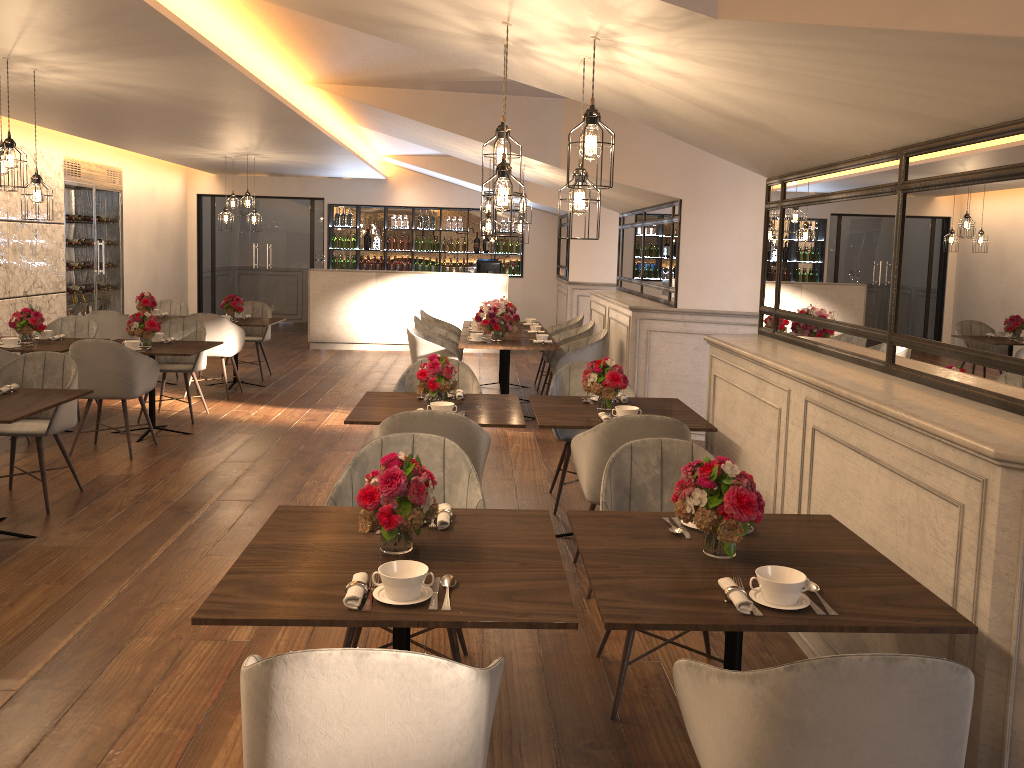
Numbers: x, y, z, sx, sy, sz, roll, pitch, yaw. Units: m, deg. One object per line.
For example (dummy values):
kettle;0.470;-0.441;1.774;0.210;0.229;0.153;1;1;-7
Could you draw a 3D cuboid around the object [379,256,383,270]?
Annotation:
object;-2.227;-2.037;15.010;0.065;0.260;0.066;-1;6;-24

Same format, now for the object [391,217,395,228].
object;-2.003;-2.718;14.922;0.070;0.189;0.041;1;6;-3

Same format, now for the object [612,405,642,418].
object;0.588;0.157;4.538;0.148;0.072;0.149;-4;10;-34

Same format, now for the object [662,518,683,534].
object;0.511;0.449;2.812;0.043;0.015;0.198;2;9;1

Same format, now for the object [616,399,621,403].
object;0.609;0.089;5.138;0.025;0.024;0.194;1;9;-2

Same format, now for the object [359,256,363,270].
object;-2.558;-2.045;14.997;0.065;0.260;0.066;-1;6;-24

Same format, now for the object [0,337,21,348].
object;-3.842;-0.315;6.781;0.149;0.072;0.149;8;11;40

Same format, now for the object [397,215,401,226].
object;-1.902;-2.752;14.922;0.069;0.207;0.040;1;6;-3

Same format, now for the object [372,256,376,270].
object;-2.337;-2.040;15.006;0.065;0.260;0.066;-1;6;-24

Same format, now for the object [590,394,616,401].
object;0.530;0.062;5.142;0.148;0.072;0.149;-4;10;-34

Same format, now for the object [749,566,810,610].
object;0.675;0.514;2.229;0.148;0.072;0.149;-4;10;-34

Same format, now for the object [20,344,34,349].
object;-3.731;-0.287;6.808;0.043;0.015;0.198;1;9;-6

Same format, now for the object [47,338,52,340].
object;-3.822;-0.382;7.381;0.025;0.024;0.194;1;9;-2

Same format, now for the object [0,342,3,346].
object;-3.957;-0.300;6.778;0.056;0.039;0.177;1;9;-2

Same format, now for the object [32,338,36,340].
object;-3.979;-0.373;7.359;0.022;0.004;0.212;1;9;-2

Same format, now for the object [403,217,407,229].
object;-1.802;-2.714;14.930;0.070;0.189;0.041;1;6;-3

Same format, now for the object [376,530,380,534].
object;-0.406;0.435;2.769;0.022;0.004;0.212;1;9;-2

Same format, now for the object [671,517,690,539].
object;0.538;0.456;2.807;0.022;0.004;0.212;1;9;-2

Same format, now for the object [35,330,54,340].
object;-3.901;-0.409;7.385;0.149;0.072;0.149;8;11;40

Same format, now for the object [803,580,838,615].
object;0.786;0.542;2.255;0.043;0.015;0.198;1;9;-6

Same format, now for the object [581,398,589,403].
object;0.424;0.091;5.121;0.043;0.015;0.198;2;9;1

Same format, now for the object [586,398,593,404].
object;0.452;0.099;5.116;0.022;0.004;0.212;1;9;-2

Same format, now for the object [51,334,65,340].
object;-3.788;-0.390;7.392;0.056;0.039;0.177;1;9;-2

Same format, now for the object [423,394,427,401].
object;-0.492;0.077;5.078;0.022;0.004;0.212;1;9;-2

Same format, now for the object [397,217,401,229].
object;-1.903;-2.716;14.926;0.070;0.189;0.041;1;6;-3

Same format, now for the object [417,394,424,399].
object;-0.520;0.070;5.083;0.043;0.015;0.198;2;9;1

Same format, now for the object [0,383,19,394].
object;-2.774;0.027;4.868;0.056;0.039;0.177;1;9;-2

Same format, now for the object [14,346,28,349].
object;-3.767;-0.283;6.814;0.022;0.004;0.212;1;9;-2

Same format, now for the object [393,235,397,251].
object;-1.980;-2.391;14.985;0.065;0.260;0.066;-1;6;-24

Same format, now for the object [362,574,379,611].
object;-0.350;0.513;2.200;0.025;0.024;0.194;1;9;-2

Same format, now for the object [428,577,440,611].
object;-0.194;0.525;2.224;0.022;0.004;0.212;1;9;-2

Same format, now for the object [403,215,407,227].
object;-1.801;-2.749;14.926;0.069;0.207;0.040;1;6;-3

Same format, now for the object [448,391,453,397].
object;-0.414;0.041;5.104;0.148;0.072;0.149;-4;10;-34

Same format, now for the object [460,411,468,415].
object;-0.244;0.163;4.527;0.043;0.015;0.198;1;9;-6

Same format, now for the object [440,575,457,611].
object;-0.158;0.521;2.218;0.043;0.015;0.198;1;9;-6

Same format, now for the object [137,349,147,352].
object;-2.849;-0.262;6.850;0.022;0.004;0.212;1;9;-2

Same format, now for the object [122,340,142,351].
object;-2.924;-0.294;6.818;0.149;0.072;0.149;8;11;40

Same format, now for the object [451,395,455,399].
object;-0.335;0.068;5.100;0.025;0.024;0.194;1;9;-2

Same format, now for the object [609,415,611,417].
object;0.508;0.177;4.546;0.025;0.024;0.194;1;9;-2

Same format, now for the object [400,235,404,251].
object;-1.870;-2.388;14.990;0.065;0.260;0.066;-1;6;-24

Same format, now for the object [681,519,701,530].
object;0.616;0.419;2.833;0.148;0.072;0.149;-4;10;-34

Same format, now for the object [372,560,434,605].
object;-0.269;0.493;2.191;0.148;0.072;0.149;-4;10;-34

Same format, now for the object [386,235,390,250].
object;-2.091;-2.393;14.981;0.065;0.260;0.066;-1;6;-24

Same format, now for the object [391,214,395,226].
object;-2.002;-2.754;14.918;0.069;0.207;0.040;1;6;-3

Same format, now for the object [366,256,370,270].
object;-2.447;-2.042;15.002;0.065;0.260;0.066;-1;6;-24

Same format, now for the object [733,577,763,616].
object;0.594;0.534;2.237;0.025;0.024;0.194;1;9;-2

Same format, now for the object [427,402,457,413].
object;-0.356;0.135;4.500;0.148;0.072;0.149;-4;10;-34

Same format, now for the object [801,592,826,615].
object;0.751;0.546;2.261;0.022;0.004;0.212;1;9;-2

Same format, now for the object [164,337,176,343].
object;-2.870;-0.369;7.428;0.056;0.039;0.177;1;9;-2

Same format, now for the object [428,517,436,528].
object;-0.249;0.425;2.791;0.025;0.024;0.194;1;9;-2

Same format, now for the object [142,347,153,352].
object;-2.813;-0.266;6.844;0.043;0.015;0.198;1;9;-6
